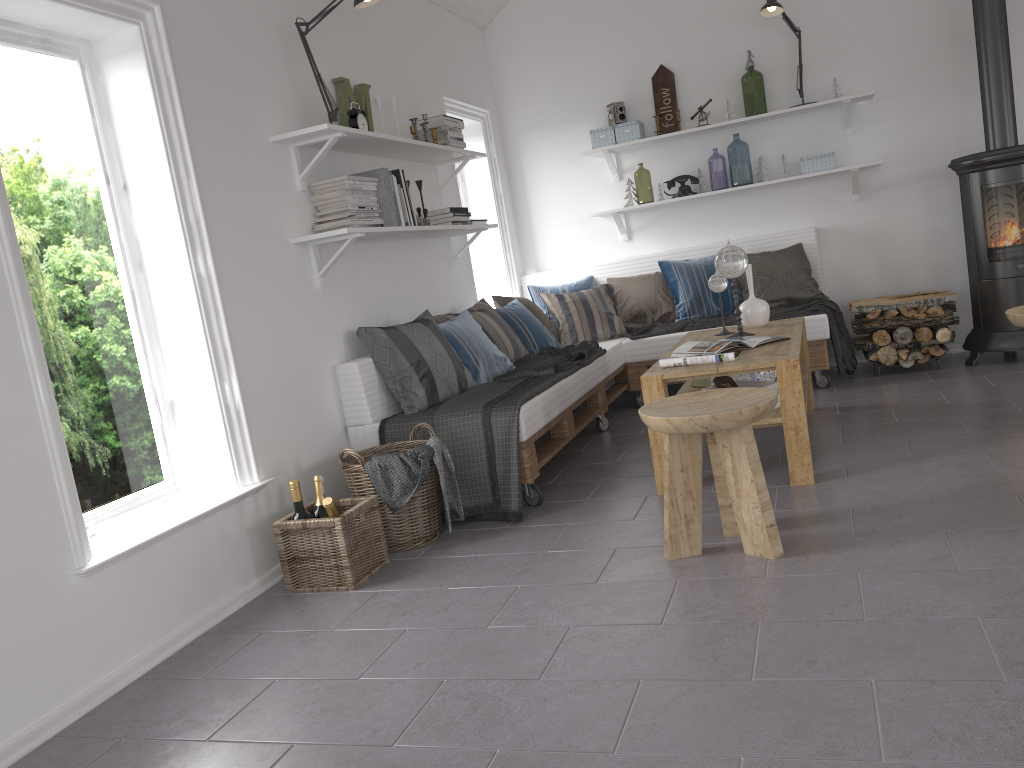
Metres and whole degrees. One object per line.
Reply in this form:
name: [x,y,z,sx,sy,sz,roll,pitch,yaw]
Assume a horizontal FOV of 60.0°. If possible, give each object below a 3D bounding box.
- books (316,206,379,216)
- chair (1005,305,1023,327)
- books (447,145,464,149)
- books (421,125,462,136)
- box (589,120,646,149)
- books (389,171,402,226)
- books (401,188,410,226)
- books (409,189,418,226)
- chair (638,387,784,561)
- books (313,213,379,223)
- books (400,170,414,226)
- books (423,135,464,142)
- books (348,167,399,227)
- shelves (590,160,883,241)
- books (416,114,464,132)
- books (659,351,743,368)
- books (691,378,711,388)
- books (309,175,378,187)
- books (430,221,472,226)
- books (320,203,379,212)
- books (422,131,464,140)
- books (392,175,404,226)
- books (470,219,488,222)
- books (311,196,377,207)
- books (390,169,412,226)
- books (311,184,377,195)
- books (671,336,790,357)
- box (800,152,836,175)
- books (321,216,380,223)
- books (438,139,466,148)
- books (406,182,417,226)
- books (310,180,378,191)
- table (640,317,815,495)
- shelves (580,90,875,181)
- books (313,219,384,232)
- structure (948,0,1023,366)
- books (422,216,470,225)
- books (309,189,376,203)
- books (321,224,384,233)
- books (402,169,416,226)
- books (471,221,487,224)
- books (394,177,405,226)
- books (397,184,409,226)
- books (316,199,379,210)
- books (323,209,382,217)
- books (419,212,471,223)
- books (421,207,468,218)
books: [-0.722,-0.760,3.905,0.159,0.012,0.285,-7,8,20]
chair: [2.256,-0.080,3.576,0.431,0.479,0.431,-7,8,16]
books: [-0.387,-1.290,4.947,0.172,0.032,0.239,-7,8,20]
books: [-0.393,-1.403,4.938,0.161,0.027,0.223,-7,8,20]
box: [0.717,-1.660,5.955,0.332,0.131,0.242,-7,8,20]
books: [-0.623,-0.835,4.100,0.193,0.257,0.046,-7,8,20]
books: [-0.558,-0.820,4.184,0.125,0.185,0.042,-7,8,20]
books: [-0.547,-0.836,4.291,0.152,0.185,0.045,-7,8,20]
chair: [0.652,0.289,2.820,0.431,0.479,0.431,-7,8,17]
books: [-0.733,-0.732,3.912,0.182,0.016,0.288,-7,8,20]
books: [-0.590,-0.863,4.219,0.200,0.272,0.054,-7,8,20]
books: [-0.383,-1.353,4.954,0.152,0.024,0.238,-7,8,20]
books: [-0.641,-0.833,4.055,0.200,0.271,0.050,-7,8,20]
shelves: [1.430,-1.160,5.763,1.820,0.212,0.269,-7,8,20]
books: [-0.400,-1.443,4.945,0.176,0.053,0.290,-7,8,20]
books: [0.780,-0.113,3.651,0.300,0.043,0.229,-6,8,24]
books: [1.138,-0.065,4.330,0.445,0.079,0.301,-14,9,-29]
books: [-0.732,-0.883,3.883,0.182,0.016,0.288,-7,8,20]
books: [-0.358,-0.861,4.858,0.191,0.032,0.258,-7,8,22]
books: [-0.715,-0.775,3.912,0.161,0.012,0.254,-7,8,20]
books: [-0.386,-1.381,4.968,0.161,0.026,0.223,-7,8,20]
books: [-0.619,-0.831,4.126,0.205,0.243,0.019,-7,8,20]
books: [-0.279,-0.926,5.110,0.202,0.012,0.251,-7,8,21]
books: [-0.741,-0.803,3.913,0.182,0.016,0.288,-7,8,20]
books: [-0.593,-0.861,4.201,0.200,0.274,0.038,-7,8,20]
books: [-0.734,-0.849,3.899,0.174,0.021,0.273,-7,8,20]
books: [0.955,-0.181,3.897,0.422,0.049,0.300,-13,8,-25]
box: [1.921,-1.379,5.567,0.202,0.110,0.137,-7,8,20]
books: [-0.711,-0.723,3.925,0.161,0.013,0.254,-7,8,20]
books: [-0.378,-1.325,4.952,0.172,0.032,0.239,-7,8,20]
books: [-0.559,-0.847,4.264,0.171,0.219,0.047,-7,8,20]
books: [-0.737,-0.867,3.894,0.182,0.016,0.288,-7,8,20]
table: [1.058,0.047,4.101,0.607,0.485,1.457,-7,8,20]
shelves: [1.363,-1.561,5.710,1.820,0.212,0.269,-7,8,20]
books: [-0.717,-0.701,3.902,0.176,0.025,0.331,-7,8,20]
structure: [2.544,-2.555,4.873,0.643,4.887,0.626,-10,7,-4]
books: [-0.359,-0.887,4.845,0.191,0.023,0.242,-7,8,18]
books: [-0.746,-0.824,3.906,0.180,0.028,0.296,-7,8,20]
books: [-0.700,-0.685,3.912,0.159,0.012,0.285,-7,8,20]
books: [-0.584,-0.868,4.241,0.210,0.274,0.048,-7,8,20]
books: [-0.271,-0.914,5.107,0.187,0.014,0.248,-7,8,18]
books: [-0.614,-0.831,4.143,0.200,0.236,0.031,-7,8,20]
books: [-0.570,-0.823,4.162,0.141,0.203,0.044,-7,8,20]
books: [-0.723,-0.790,3.919,0.167,0.017,0.263,-7,8,20]
books: [-0.705,-0.753,3.924,0.161,0.013,0.256,-7,8,20]
books: [-0.368,-0.910,4.852,0.212,0.023,0.258,-7,8,20]
books: [-0.372,-0.934,4.840,0.190,0.028,0.239,-7,8,22]
